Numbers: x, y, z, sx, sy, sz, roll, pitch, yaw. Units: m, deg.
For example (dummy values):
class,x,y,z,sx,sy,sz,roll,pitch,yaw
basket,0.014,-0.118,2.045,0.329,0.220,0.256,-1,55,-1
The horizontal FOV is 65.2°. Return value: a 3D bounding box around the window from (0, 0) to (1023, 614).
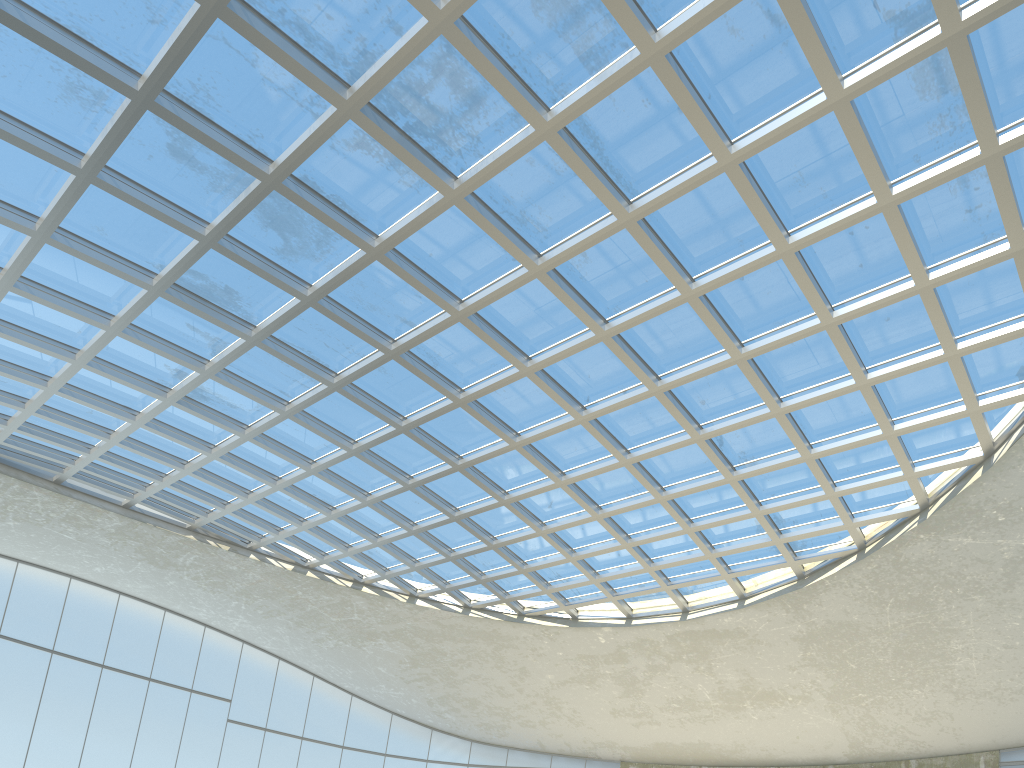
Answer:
class,x,y,z,sx,sy,sz,roll,pitch,yaw
window,-9.679,0.611,44.983,81.194,9.852,86.977,-20,-42,36
